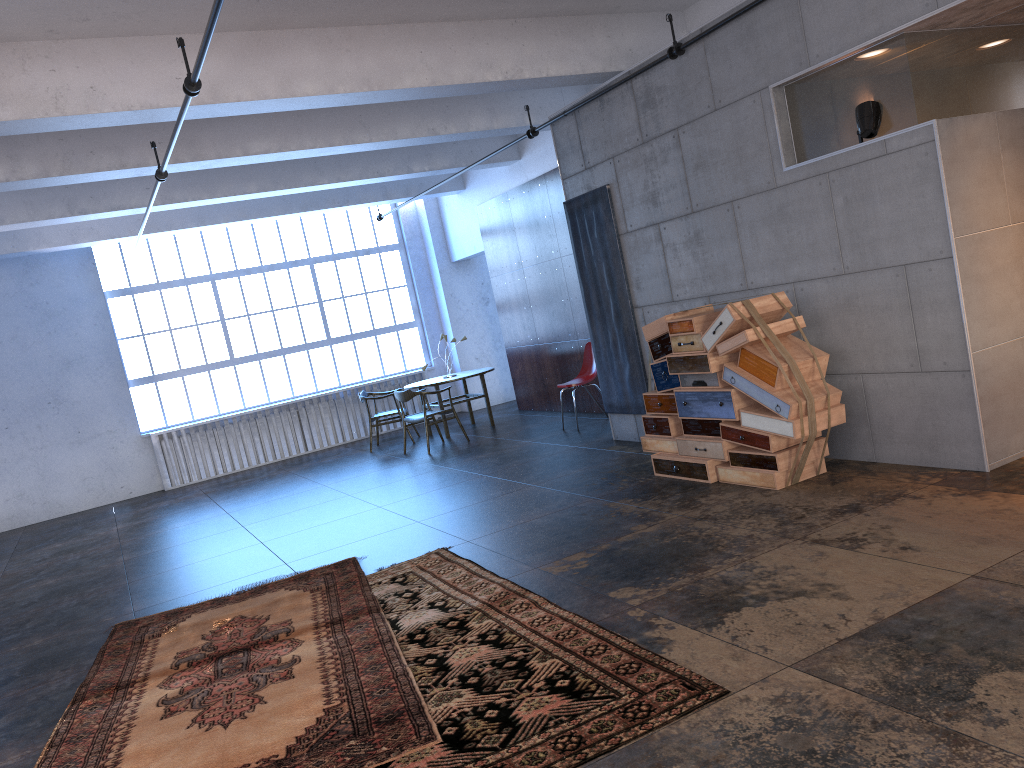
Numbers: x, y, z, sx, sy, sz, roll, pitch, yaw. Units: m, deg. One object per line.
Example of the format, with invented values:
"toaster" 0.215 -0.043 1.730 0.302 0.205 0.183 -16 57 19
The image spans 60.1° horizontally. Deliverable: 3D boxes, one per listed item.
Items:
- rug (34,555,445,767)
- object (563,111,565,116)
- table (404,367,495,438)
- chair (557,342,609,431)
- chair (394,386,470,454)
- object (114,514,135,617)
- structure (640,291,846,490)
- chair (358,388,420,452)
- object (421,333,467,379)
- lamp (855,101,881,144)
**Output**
"rug" -1.522 1.507 4.814 1.894 0.048 3.477 -13 5 -16
"object" 6.066 -0.862 0.457 0.052 0.052 0.062 -10 6 23
"table" -0.804 0.317 12.653 1.295 0.854 1.320 -10 6 18
"chair" 0.879 0.018 10.683 0.665 0.991 0.420 -15 7 -26
"chair" -1.071 0.426 11.465 0.684 0.867 0.713 -17 8 -38
"object" 3.994 0.705 2.761 20.019 0.001 26.739 -14 5 -25
"structure" 1.580 0.045 6.668 0.647 1.319 1.880 -15 6 -25
"chair" -1.761 0.466 12.664 0.673 0.867 0.726 -12 6 1
"object" -0.949 -0.407 12.557 0.784 0.626 0.235 -14 7 -24
"lamp" 2.294 -1.682 5.686 0.168 0.259 0.215 -6 9 46
